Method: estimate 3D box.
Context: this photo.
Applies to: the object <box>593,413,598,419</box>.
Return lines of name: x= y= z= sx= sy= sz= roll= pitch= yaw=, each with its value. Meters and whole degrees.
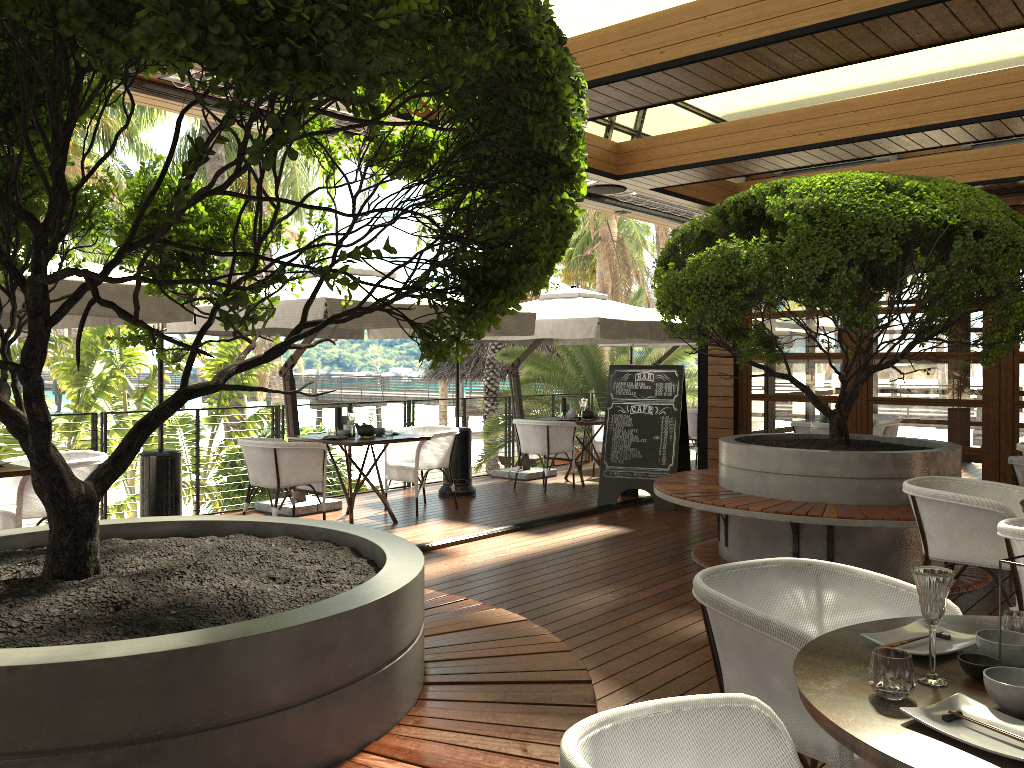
object: x=0.979 y=0.381 z=10.639 sx=0.116 sy=0.065 sz=0.116 roll=1 pitch=1 yaw=44

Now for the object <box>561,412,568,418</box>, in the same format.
object: x=0.615 y=0.374 z=10.422 sx=0.086 sy=0.086 sz=0.086 roll=-1 pitch=1 yaw=-45

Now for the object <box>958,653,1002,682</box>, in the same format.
object: x=0.962 y=0.587 z=1.825 sx=0.080 sy=0.042 sz=0.080 roll=-1 pitch=1 yaw=-34

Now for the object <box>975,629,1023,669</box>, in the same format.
object: x=1.058 y=0.574 z=1.899 sx=0.116 sy=0.065 sz=0.116 roll=0 pitch=1 yaw=-6

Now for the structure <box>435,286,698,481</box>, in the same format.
structure: x=0.734 y=0.002 z=10.546 sx=2.414 sy=2.332 sz=2.414 roll=1 pitch=1 yaw=40

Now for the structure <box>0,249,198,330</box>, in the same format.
structure: x=-3.640 y=0.107 z=5.401 sx=2.414 sy=2.332 sz=2.414 roll=1 pitch=1 yaw=40

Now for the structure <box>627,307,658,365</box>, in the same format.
structure: x=1.619 y=0.035 z=12.042 sx=0.699 sy=2.192 sz=0.699 roll=0 pitch=0 yaw=28

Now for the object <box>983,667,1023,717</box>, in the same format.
object: x=0.945 y=0.580 z=1.656 sx=0.116 sy=0.065 sz=0.116 roll=0 pitch=1 yaw=-29

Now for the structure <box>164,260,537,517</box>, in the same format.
structure: x=-1.453 y=0.054 z=7.974 sx=2.414 sy=2.332 sz=2.414 roll=1 pitch=1 yaw=40

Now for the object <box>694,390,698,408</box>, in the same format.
object: x=2.878 y=0.228 z=13.235 sx=0.263 sy=0.264 sz=0.263 roll=0 pitch=1 yaw=-5

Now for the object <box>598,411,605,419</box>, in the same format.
object: x=1.074 y=0.372 z=10.580 sx=0.086 sy=0.086 sz=0.086 roll=-1 pitch=1 yaw=-45

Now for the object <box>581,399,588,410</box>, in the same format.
object: x=0.882 y=0.294 z=10.778 sx=0.082 sy=0.227 sz=0.082 roll=0 pitch=0 yaw=41

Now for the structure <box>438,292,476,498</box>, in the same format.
structure: x=-0.582 y=0.087 z=9.453 sx=0.699 sy=2.192 sz=0.699 roll=0 pitch=0 yaw=28

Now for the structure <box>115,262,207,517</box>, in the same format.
structure: x=-2.739 y=0.139 z=6.916 sx=0.699 sy=2.192 sz=0.699 roll=0 pitch=0 yaw=28

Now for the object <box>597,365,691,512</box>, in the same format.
object: x=1.346 y=0.505 z=8.898 sx=0.768 sy=1.397 sz=0.771 roll=0 pitch=0 yaw=25

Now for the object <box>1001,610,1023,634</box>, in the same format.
object: x=1.144 y=0.562 z=1.993 sx=0.086 sy=0.086 sz=0.086 roll=0 pitch=1 yaw=13

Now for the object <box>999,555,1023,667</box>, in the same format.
object: x=1.141 y=0.480 z=1.709 sx=0.263 sy=0.264 sz=0.263 roll=0 pitch=1 yaw=-32

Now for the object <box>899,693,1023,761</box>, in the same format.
object: x=0.843 y=0.602 z=1.519 sx=0.170 sy=0.025 sz=0.295 roll=-1 pitch=1 yaw=-27

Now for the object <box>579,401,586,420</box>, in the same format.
object: x=0.810 y=0.306 z=10.226 sx=0.082 sy=0.227 sz=0.082 roll=0 pitch=0 yaw=41

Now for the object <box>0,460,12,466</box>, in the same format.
object: x=-3.327 y=0.503 z=5.648 sx=0.294 sy=0.025 sz=0.170 roll=1 pitch=2 yaw=40

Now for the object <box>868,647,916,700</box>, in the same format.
object: x=0.740 y=0.567 z=1.728 sx=0.086 sy=0.086 sz=0.086 roll=0 pitch=1 yaw=18

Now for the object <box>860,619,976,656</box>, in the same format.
object: x=0.928 y=0.591 z=2.031 sx=0.294 sy=0.025 sz=0.170 roll=-1 pitch=1 yaw=-32

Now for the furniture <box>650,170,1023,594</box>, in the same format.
furniture: x=2.305 y=-0.076 z=6.244 sx=2.569 sy=2.722 sz=2.719 roll=0 pitch=1 yaw=5

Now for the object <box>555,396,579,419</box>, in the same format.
object: x=0.668 y=0.281 z=10.636 sx=0.263 sy=0.264 sz=0.263 roll=0 pitch=1 yaw=-5

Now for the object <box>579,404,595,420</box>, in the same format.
object: x=0.896 y=0.328 z=10.443 sx=0.168 sy=0.179 sz=0.163 roll=1 pitch=1 yaw=38

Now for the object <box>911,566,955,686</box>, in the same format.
object: x=0.856 y=0.492 z=1.806 sx=0.082 sy=0.227 sz=0.082 roll=0 pitch=0 yaw=-31

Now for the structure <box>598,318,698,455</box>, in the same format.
structure: x=2.921 y=-0.051 z=13.119 sx=2.414 sy=2.332 sz=2.414 roll=1 pitch=1 yaw=40

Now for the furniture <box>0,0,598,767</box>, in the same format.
furniture: x=-1.105 y=0.003 z=2.341 sx=2.616 sy=2.722 sz=2.695 roll=1 pitch=1 yaw=31

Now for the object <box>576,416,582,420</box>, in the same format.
object: x=0.787 y=0.399 z=10.304 sx=0.080 sy=0.042 sz=0.080 roll=1 pitch=1 yaw=32

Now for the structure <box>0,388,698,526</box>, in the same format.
structure: x=-5.118 y=0.852 z=5.375 sx=0.163 sy=1.153 sz=26.269 roll=0 pitch=1 yaw=40
